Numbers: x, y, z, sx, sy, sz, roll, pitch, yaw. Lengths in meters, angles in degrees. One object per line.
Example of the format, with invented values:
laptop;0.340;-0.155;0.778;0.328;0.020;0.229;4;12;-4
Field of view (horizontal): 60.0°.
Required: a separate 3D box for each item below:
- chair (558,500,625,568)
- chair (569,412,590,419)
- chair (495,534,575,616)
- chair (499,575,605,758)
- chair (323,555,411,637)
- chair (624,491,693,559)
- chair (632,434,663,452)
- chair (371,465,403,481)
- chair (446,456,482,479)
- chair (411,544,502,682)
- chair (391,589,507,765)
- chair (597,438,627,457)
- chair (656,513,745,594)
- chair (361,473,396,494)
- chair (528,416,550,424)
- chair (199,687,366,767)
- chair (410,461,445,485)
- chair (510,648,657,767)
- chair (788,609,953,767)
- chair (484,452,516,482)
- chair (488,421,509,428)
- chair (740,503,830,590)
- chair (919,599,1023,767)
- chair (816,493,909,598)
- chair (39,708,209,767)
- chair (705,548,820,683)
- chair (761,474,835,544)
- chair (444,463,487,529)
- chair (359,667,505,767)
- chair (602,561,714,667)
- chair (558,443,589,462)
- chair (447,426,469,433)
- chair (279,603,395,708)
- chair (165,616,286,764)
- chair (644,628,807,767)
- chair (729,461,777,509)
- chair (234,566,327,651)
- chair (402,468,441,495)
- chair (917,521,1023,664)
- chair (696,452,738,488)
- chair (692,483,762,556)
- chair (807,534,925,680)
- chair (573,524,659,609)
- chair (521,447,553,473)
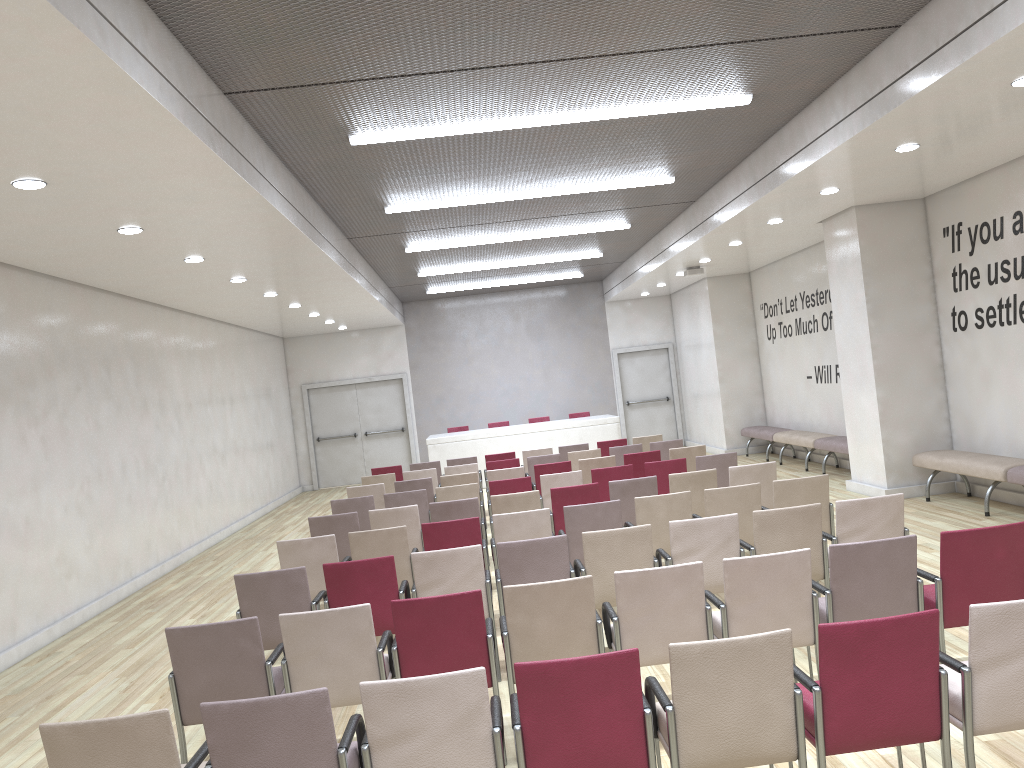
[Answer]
chair;0.658;1.361;7.131;0.513;0.890;0.640;-7;0;-2
chair;1.483;1.046;18.444;0.513;0.890;0.640;-7;0;-3
chair;0.163;1.417;5.873;0.513;0.890;0.640;-7;0;-2
chair;0.212;1.410;4.649;0.513;0.890;0.640;-7;0;-3
chair;-0.927;1.542;5.841;0.513;0.890;0.640;-7;0;-3
chair;1.204;1.298;7.165;0.513;0.890;0.640;-7;0;-3
chair;2.032;1.207;13.337;0.513;0.890;0.640;-7;0;-2
chair;-1.789;1.648;13.182;0.513;0.890;0.640;-7;0;-2
chair;-0.694;1.521;13.240;0.513;0.890;0.640;-7;0;-2
chair;-0.376;1.479;5.868;0.513;0.890;0.640;-7;0;-2
chair;-0.332;1.473;4.620;0.513;0.890;0.640;-7;0;-2
chair;1.503;1.268;13.320;0.513;0.890;0.640;-7;0;-3
chair;1.262;1.290;5.932;0.513;0.890;0.640;-7;0;-1
chair;-1.729;1.640;11.963;0.513;0.890;0.640;-7;0;-3
chair;0.631;1.144;18.408;0.513;0.890;0.640;-7;0;-3
chair;-0.826;1.529;3.383;0.513;0.890;0.640;-7;0;-2
chair;-1.232;1.583;13.206;0.513;0.890;0.640;-7;0;-2
chair;0.270;1.402;3.425;0.513;0.890;0.640;-7;0;-2
chair;1.353;1.278;3.472;0.513;0.890;0.640;-7;0;-3
chair;-0.141;1.458;13.255;0.513;0.890;0.640;-7;0;-3
chair;-0.221;1.242;18.372;0.513;0.890;0.640;-7;0;-3
chair;1.797;1.228;5.955;0.513;0.890;0.640;-7;0;-2
chair;1.905;1.214;3.496;0.513;0.890;0.640;-7;0;-3
chair;2.335;1.166;5.973;0.513;0.890;0.640;-7;0;-2
chair;-1.367;1.591;3.354;0.513;0.890;0.640;-7;0;-1
chair;1.304;1.284;4.695;0.513;0.890;0.640;-7;0;-3
chair;2.291;1.172;7.211;0.513;0.890;0.640;-7;0;-3
chair;-0.642;1.514;12.010;0.513;0.890;0.640;-7;0;-3
chair;-0.275;1.465;3.410;0.513;0.890;0.640;-7;0;-2
chair;0.767;1.346;4.683;0.513;0.890;0.640;-7;0;-2
chair;0.943;1.333;13.294;0.513;0.890;0.640;-7;0;-2
chair;-1.073;1.341;18.336;0.513;0.890;0.640;-7;0;-3
chair;-0.872;1.535;4.600;0.513;0.890;0.640;-7;0;-2
chair;-1.424;1.599;4.592;0.513;0.890;0.640;-7;0;-3
chair;0.815;1.340;3.443;0.513;0.890;0.640;-7;0;-2
chair;2.242;1.179;8.431;0.513;0.890;0.640;-7;0;-3
chair;-1.471;1.605;5.817;0.513;0.890;0.640;-7;0;-2
chair;-1.183;1.577;11.975;0.513;0.890;0.640;-7;0;-2
chair;2.405;1.157;4.735;0.513;0.890;0.640;-7;0;-2
chair;2.194;1.185;9.661;0.513;0.890;0.640;-7;0;-3
chair;1.745;1.235;7.172;0.513;0.890;0.640;-7;0;-3
chair;1.849;1.221;4.729;0.513;0.890;0.640;-7;0;-2
chair;0.699;1.355;5.899;0.513;0.890;0.640;-7;0;-3
chair;0.411;1.394;13.282;0.513;0.890;0.640;-7;0;-2
